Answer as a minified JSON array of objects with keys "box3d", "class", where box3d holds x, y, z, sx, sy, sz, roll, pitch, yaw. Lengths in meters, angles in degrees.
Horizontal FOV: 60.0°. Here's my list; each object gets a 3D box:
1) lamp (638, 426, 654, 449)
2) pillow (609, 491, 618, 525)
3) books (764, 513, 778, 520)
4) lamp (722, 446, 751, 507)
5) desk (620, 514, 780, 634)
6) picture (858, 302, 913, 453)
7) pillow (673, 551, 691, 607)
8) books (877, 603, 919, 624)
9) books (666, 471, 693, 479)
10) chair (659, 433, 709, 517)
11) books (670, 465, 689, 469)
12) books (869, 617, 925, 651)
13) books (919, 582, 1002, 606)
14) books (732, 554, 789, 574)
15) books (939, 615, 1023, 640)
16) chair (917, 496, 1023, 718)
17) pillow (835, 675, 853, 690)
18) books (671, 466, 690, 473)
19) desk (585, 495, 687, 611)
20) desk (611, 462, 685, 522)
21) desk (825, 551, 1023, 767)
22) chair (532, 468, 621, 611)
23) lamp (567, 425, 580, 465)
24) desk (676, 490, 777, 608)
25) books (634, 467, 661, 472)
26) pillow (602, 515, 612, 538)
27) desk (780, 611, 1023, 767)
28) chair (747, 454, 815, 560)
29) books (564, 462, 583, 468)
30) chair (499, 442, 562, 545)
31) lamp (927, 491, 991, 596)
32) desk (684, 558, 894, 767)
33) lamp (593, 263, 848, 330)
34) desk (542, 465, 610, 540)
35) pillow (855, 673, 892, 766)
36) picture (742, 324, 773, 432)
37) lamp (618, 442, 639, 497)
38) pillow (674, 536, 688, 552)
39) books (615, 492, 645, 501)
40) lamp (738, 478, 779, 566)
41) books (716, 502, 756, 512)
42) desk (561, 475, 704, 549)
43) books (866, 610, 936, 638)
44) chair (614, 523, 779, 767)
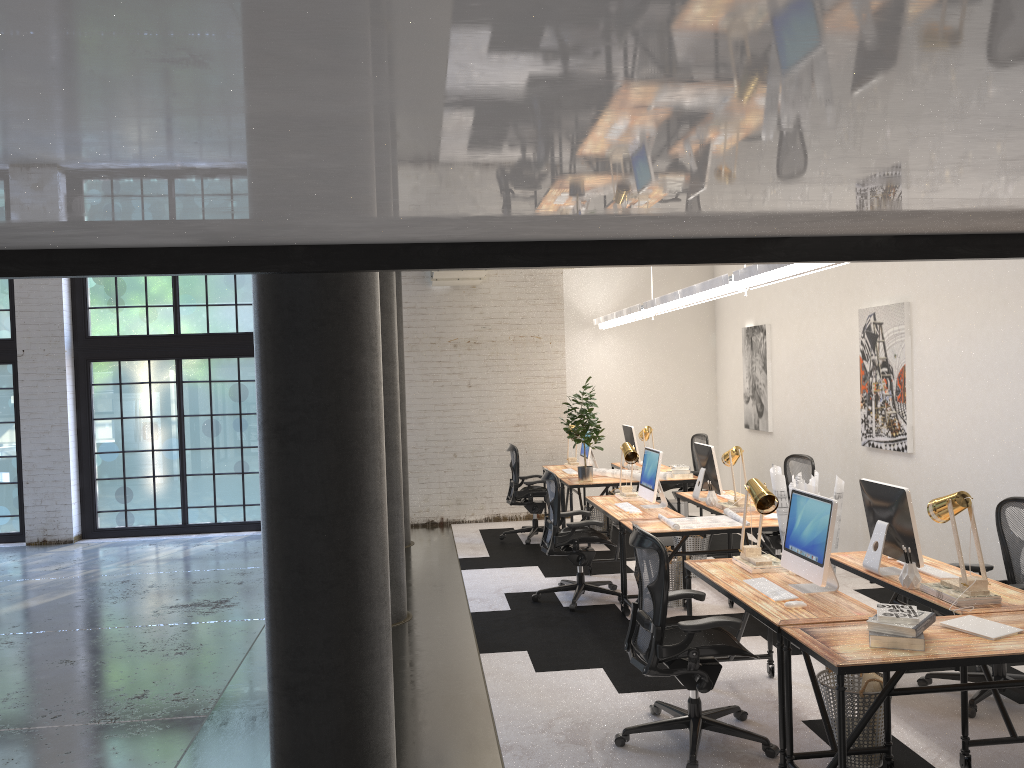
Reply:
[{"box3d":[1.502,0.696,9.824,0.126,0.470,0.344,-2,1,-6],"class":"lamp"},{"box3d":[1.235,1.490,10.654,0.119,0.407,0.239,-2,1,-5],"class":"pillow"},{"box3d":[2.025,0.992,6.612,0.243,0.019,0.205,-2,1,31],"class":"books"},{"box3d":[1.805,0.731,7.159,0.127,0.470,0.344,-2,1,-6],"class":"lamp"},{"box3d":[1.544,1.379,6.544,1.401,0.725,0.529,-2,1,-6],"class":"desk"},{"box3d":[3.076,-0.052,7.322,0.049,1.183,0.731,-2,1,-6],"class":"picture"},{"box3d":[1.347,1.540,7.038,0.119,0.407,0.239,-2,1,-5],"class":"pillow"},{"box3d":[1.574,0.938,3.624,0.153,0.030,0.185,-2,1,22],"class":"books"},{"box3d":[1.737,0.941,9.202,0.200,0.050,0.271,-2,1,-9],"class":"books"},{"box3d":[2.021,1.131,10.356,0.792,1.086,0.770,-2,1,-22],"class":"chair"},{"box3d":[1.741,0.862,9.217,0.153,0.030,0.185,-2,1,-8],"class":"books"},{"box3d":[1.563,1.017,3.614,0.200,0.050,0.271,-2,1,21],"class":"books"},{"box3d":[2.137,0.998,4.236,0.225,0.038,0.308,-2,1,-6],"class":"books"},{"box3d":[1.404,1.014,5.013,0.225,0.038,0.308,-2,1,-6],"class":"books"},{"box3d":[1.965,1.019,3.714,0.205,0.019,0.243,-2,1,-29],"class":"books"},{"box3d":[2.670,1.180,4.815,0.792,1.086,0.770,-2,1,-22],"class":"chair"},{"box3d":[1.884,1.540,5.113,0.119,0.407,0.239,-2,1,-5],"class":"pillow"},{"box3d":[1.757,0.893,9.218,0.193,0.044,0.257,-2,1,11],"class":"books"},{"box3d":[1.016,1.387,7.470,0.529,0.725,1.400,-2,1,-6],"class":"desk"},{"box3d":[1.555,1.324,10.215,0.529,0.725,1.400,-2,1,-6],"class":"desk"},{"box3d":[2.204,1.374,4.674,0.529,0.725,1.400,-2,1,-6],"class":"desk"},{"box3d":[0.539,1.227,7.320,0.792,1.086,0.770,-2,1,-22],"class":"chair"},{"box3d":[0.724,0.715,10.495,0.126,0.470,0.344,-2,1,-6],"class":"lamp"},{"box3d":[1.859,1.360,7.550,0.529,0.725,1.400,-2,1,-6],"class":"desk"},{"box3d":[1.488,0.948,9.777,0.225,0.038,0.308,-2,1,-6],"class":"books"},{"box3d":[1.043,1.505,9.703,0.119,0.407,0.239,-2,1,-5],"class":"pillow"},{"box3d":[1.890,1.393,3.668,1.401,0.725,0.529,-2,1,-6],"class":"desk"},{"box3d":[2.324,1.166,7.692,0.792,1.086,0.770,-2,1,-22],"class":"chair"},{"box3d":[0.755,0.965,10.554,0.225,0.038,0.308,-2,1,-6],"class":"books"},{"box3d":[0.235,1.192,9.984,0.792,1.086,0.770,-2,1,-22],"class":"chair"},{"box3d":[2.151,0.746,4.283,0.127,0.470,0.344,-2,1,-6],"class":"lamp"},{"box3d":[1.362,1.402,4.593,0.529,0.725,1.400,-2,1,-6],"class":"desk"},{"box3d":[1.454,-2.047,7.373,0.226,2.865,7.300,-2,1,-6],"class":"lamp"},{"box3d":[0.712,1.352,10.134,0.529,0.725,1.400,-2,1,-6],"class":"desk"},{"box3d":[1.692,1.554,4.162,0.119,0.407,0.239,-2,1,-5],"class":"pillow"},{"box3d":[2.786,-0.067,10.091,0.049,1.183,0.731,-2,1,-6],"class":"picture"},{"box3d":[1.029,0.751,7.830,0.127,0.470,0.344,-2,1,-6],"class":"lamp"},{"box3d":[1.538,1.526,7.990,0.119,0.407,0.239,-2,1,-5],"class":"pillow"},{"box3d":[1.059,1.000,7.889,0.225,0.038,0.308,-2,1,-6],"class":"books"},{"box3d":[1.374,0.765,4.954,0.126,0.470,0.344,-2,1,-6],"class":"lamp"},{"box3d":[1.791,0.983,7.112,0.225,0.038,0.308,-2,1,-6],"class":"books"},{"box3d":[1.241,1.343,9.209,1.401,0.725,0.529,-2,1,-6],"class":"desk"},{"box3d":[1.588,0.969,3.617,0.193,0.044,0.257,-1,1,41],"class":"books"},{"box3d":[0.885,1.241,4.443,0.792,1.086,0.770,-2,1,-22],"class":"chair"}]
